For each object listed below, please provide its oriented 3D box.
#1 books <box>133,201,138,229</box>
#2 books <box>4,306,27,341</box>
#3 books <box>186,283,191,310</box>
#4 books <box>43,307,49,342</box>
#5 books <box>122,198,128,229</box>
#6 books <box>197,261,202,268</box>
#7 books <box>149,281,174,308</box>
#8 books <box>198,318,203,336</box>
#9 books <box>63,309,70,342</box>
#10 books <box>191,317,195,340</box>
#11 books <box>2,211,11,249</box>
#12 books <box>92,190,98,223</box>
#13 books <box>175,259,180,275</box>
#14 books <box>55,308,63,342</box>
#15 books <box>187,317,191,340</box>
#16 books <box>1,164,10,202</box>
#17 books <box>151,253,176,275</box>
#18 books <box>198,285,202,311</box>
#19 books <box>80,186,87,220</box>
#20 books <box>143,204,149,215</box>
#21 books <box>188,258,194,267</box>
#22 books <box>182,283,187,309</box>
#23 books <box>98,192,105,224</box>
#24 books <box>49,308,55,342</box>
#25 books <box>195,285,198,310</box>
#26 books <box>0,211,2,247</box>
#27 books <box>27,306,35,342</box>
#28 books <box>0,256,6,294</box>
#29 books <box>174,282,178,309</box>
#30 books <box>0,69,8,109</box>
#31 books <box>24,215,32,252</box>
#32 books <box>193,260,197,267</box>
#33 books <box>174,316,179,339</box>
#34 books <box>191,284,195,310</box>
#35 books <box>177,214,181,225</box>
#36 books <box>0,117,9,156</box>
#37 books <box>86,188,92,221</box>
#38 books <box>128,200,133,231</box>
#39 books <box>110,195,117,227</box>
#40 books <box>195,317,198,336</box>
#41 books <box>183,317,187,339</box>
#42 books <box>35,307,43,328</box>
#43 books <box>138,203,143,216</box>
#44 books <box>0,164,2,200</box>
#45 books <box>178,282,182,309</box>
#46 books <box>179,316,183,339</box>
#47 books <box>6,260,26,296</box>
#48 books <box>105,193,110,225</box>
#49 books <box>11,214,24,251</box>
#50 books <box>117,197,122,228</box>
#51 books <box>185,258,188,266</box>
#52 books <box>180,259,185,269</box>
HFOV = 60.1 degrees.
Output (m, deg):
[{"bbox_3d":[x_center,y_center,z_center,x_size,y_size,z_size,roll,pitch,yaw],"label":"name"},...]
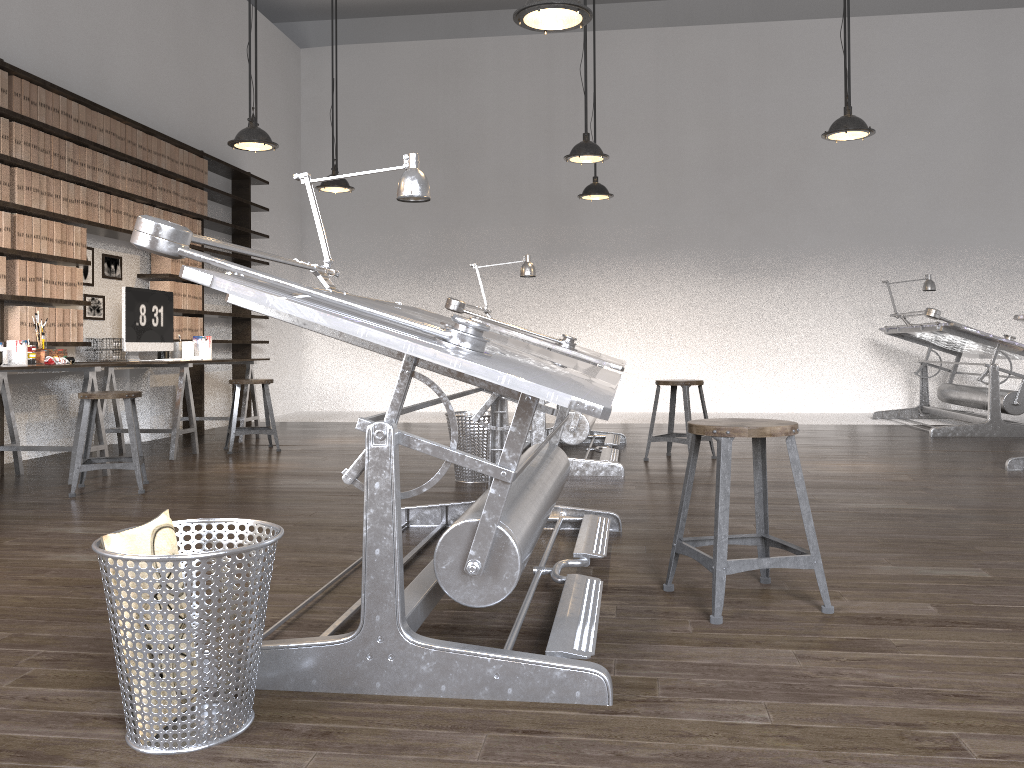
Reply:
[{"bbox_3d":[-2.886,-1.242,6.602,0.174,0.226,0.066,0,0,8],"label":"books"},{"bbox_3d":[-3.042,-0.360,5.368,0.174,0.226,0.066,0,0,8],"label":"books"},{"bbox_3d":[-2.769,-0.723,7.379,0.174,0.226,0.066,0,0,8],"label":"books"},{"bbox_3d":[-3.015,-0.369,5.574,0.174,0.225,0.066,0,0,8],"label":"books"},{"bbox_3d":[-2.898,-1.236,6.460,0.174,0.226,0.066,0,0,8],"label":"books"},{"bbox_3d":[-2.750,-1.006,7.574,0.174,0.225,0.066,0,0,8],"label":"books"},{"bbox_3d":[-2.809,-0.711,7.099,0.174,0.226,0.067,0,0,8],"label":"books"},{"bbox_3d":[-2.741,-0.454,7.576,0.174,0.226,0.067,0,0,8],"label":"books"},{"bbox_3d":[-2.989,-0.378,5.787,0.174,0.226,0.066,0,0,8],"label":"books"},{"bbox_3d":[-2.764,-0.449,7.443,0.174,0.226,0.066,0,0,8],"label":"books"},{"bbox_3d":[-3.062,-0.901,5.232,0.174,0.226,0.067,0,0,8],"label":"books"},{"bbox_3d":[-2.952,-1.221,6.107,0.174,0.226,0.066,0,0,8],"label":"books"},{"bbox_3d":[-2.801,-0.991,7.211,0.174,0.226,0.066,0,0,8],"label":"books"},{"bbox_3d":[-2.993,-0.375,5.712,0.174,0.226,0.067,0,0,8],"label":"books"},{"bbox_3d":[-2.769,-0.446,7.373,0.174,0.226,0.067,0,0,8],"label":"books"},{"bbox_3d":[-3.069,-1.178,5.233,0.174,0.226,0.066,0,0,8],"label":"books"},{"bbox_3d":[-2.810,-0.988,7.140,0.174,0.226,0.066,0,0,8],"label":"books"},{"bbox_3d":[-2.748,-0.731,7.578,0.174,0.226,0.066,0,0,8],"label":"books"},{"bbox_3d":[-2.964,-1.215,5.969,0.174,0.226,0.067,0,0,8],"label":"books"},{"bbox_3d":[-2.864,-1.248,6.745,0.174,0.225,0.066,0,0,8],"label":"books"},{"bbox_3d":[-2.767,-1.000,7.425,0.174,0.226,0.067,0,0,8],"label":"books"},{"bbox_3d":[-2.782,-0.720,7.308,0.174,0.226,0.066,0,0,8],"label":"books"},{"bbox_3d":[-2.938,-1.224,6.177,0.174,0.226,0.066,0,0,8],"label":"books"},{"bbox_3d":[-3.009,-0.372,5.639,0.174,0.225,0.066,0,0,8],"label":"books"},{"bbox_3d":[-2.756,-0.729,7.508,0.174,0.225,0.066,0,0,8],"label":"books"},{"bbox_3d":[-3.077,-0.898,5.168,0.174,0.226,0.066,0,0,8],"label":"books"},{"bbox_3d":[-3.029,-0.364,5.439,0.174,0.226,0.066,0,0,8],"label":"books"},{"bbox_3d":[-3.068,-0.635,5.194,0.174,0.225,0.066,0,0,8],"label":"books"},{"bbox_3d":[-2.803,-0.714,7.170,0.174,0.226,0.066,0,0,8],"label":"books"},{"bbox_3d":[-3.072,-1.730,5.221,0.174,0.226,0.066,0,0,8],"label":"books"},{"bbox_3d":[-3.041,-0.915,5.424,0.174,0.226,0.066,0,0,8],"label":"books"},{"bbox_3d":[-2.762,-1.003,7.499,0.174,0.225,0.066,0,0,8],"label":"books"},{"bbox_3d":[-2.794,-0.437,7.179,0.174,0.226,0.067,0,0,8],"label":"books"},{"bbox_3d":[-2.760,-0.726,7.445,0.174,0.226,0.067,0,0,8],"label":"books"},{"bbox_3d":[-2.797,-1.269,7.230,0.174,0.225,0.066,0,0,8],"label":"books"},{"bbox_3d":[-3.071,-1.453,5.229,0.174,0.225,0.066,0,0,8],"label":"books"},{"bbox_3d":[-2.961,-1.218,6.037,0.174,0.226,0.066,0,0,8],"label":"books"},{"bbox_3d":[-2.892,-1.239,6.532,0.174,0.226,0.066,0,0,8],"label":"books"},{"bbox_3d":[-2.918,-1.230,6.321,0.174,0.226,0.067,0,0,8],"label":"books"},{"bbox_3d":[-2.756,-0.452,7.513,0.174,0.226,0.066,0,0,8],"label":"books"},{"bbox_3d":[-2.780,-0.443,7.308,0.174,0.225,0.066,0,0,8],"label":"books"},{"bbox_3d":[-3.019,-0.367,5.510,0.174,0.226,0.067,0,0,8],"label":"books"},{"bbox_3d":[-2.875,-1.245,6.671,0.174,0.226,0.066,0,0,8],"label":"books"},{"bbox_3d":[-3.077,-1.175,5.163,0.174,0.225,0.066,0,0,8],"label":"books"},{"bbox_3d":[-2.796,-0.717,7.239,0.174,0.226,0.066,0,0,8],"label":"books"},{"bbox_3d":[-2.790,-0.440,7.246,0.174,0.225,0.066,0,0,8],"label":"books"},{"bbox_3d":[-3.047,-0.638,5.370,0.174,0.225,0.066,0,0,8],"label":"books"},{"bbox_3d":[-2.933,-1.227,6.248,0.174,0.226,0.066,0,0,8],"label":"books"},{"bbox_3d":[-3.052,-0.912,5.356,0.174,0.226,0.066,0,0,8],"label":"books"},{"bbox_3d":[-2.913,-1.233,6.396,0.174,0.225,0.066,0,0,8],"label":"books"},{"bbox_3d":[-2.782,-0.997,7.351,0.174,0.226,0.066,0,0,8],"label":"books"},{"bbox_3d":[-2.787,-0.994,7.280,0.174,0.226,0.066,0,0,8],"label":"books"}]
